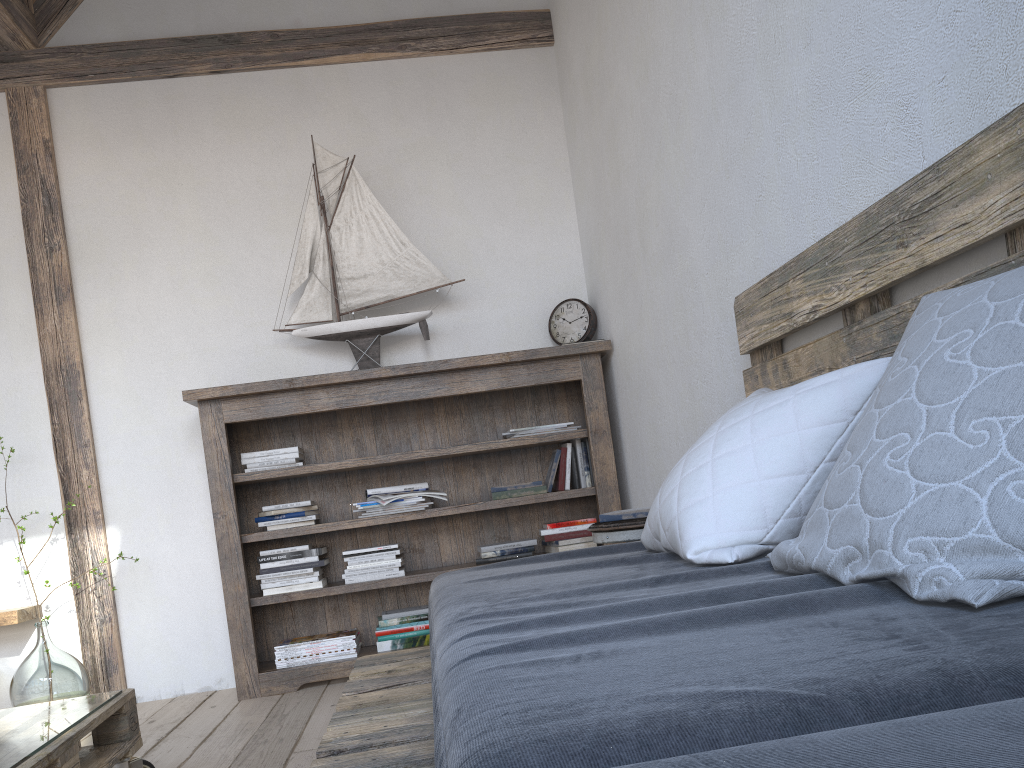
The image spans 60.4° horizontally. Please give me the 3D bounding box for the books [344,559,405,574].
[{"bbox_3d":[-0.541,0.724,3.490,0.219,0.017,0.158,-8,-7,-1],"label":"books"}]

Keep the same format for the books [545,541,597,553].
[{"bbox_3d":[0.235,0.660,3.570,0.161,0.030,0.221,-6,-7,-13],"label":"books"}]

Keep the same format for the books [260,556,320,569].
[{"bbox_3d":[-0.868,0.697,3.452,0.218,0.021,0.159,-6,-7,-11],"label":"books"}]

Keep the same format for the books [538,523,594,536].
[{"bbox_3d":[0.221,0.589,3.576,0.218,0.021,0.159,-7,-7,-2],"label":"books"}]

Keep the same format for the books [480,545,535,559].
[{"bbox_3d":[-0.023,0.676,3.559,0.211,0.023,0.161,-7,-7,-6],"label":"books"}]

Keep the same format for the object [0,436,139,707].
[{"bbox_3d":[-1.708,0.731,3.402,0.513,1.116,0.277,-7,-1,-20],"label":"object"}]

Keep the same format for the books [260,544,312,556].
[{"bbox_3d":[-0.881,0.650,3.447,0.184,0.018,0.141,-7,-7,-6],"label":"books"}]

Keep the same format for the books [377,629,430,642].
[{"bbox_3d":[-0.424,0.991,3.509,0.224,0.021,0.159,-6,-7,-11],"label":"books"}]

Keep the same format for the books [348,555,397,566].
[{"bbox_3d":[-0.551,0.695,3.485,0.184,0.018,0.141,-7,-7,-6],"label":"books"}]

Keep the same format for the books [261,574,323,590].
[{"bbox_3d":[-0.864,0.776,3.465,0.218,0.021,0.159,-7,-7,-6],"label":"books"}]

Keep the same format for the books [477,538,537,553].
[{"bbox_3d":[-0.024,0.653,3.559,0.227,0.024,0.153,-6,-7,-10],"label":"books"}]

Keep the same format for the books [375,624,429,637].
[{"bbox_3d":[-0.427,0.970,3.509,0.224,0.021,0.159,-7,-7,-6],"label":"books"}]

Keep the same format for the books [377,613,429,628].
[{"bbox_3d":[-0.425,0.936,3.525,0.220,0.025,0.176,-6,-7,-11],"label":"books"}]

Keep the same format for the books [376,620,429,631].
[{"bbox_3d":[-0.422,0.954,3.524,0.229,0.013,0.175,-7,-7,-3],"label":"books"}]

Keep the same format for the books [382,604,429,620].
[{"bbox_3d":[-0.422,0.912,3.522,0.198,0.021,0.134,-7,-7,-7],"label":"books"}]

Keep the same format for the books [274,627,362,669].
[{"bbox_3d":[-0.758,1.036,3.464,0.316,0.087,0.240,-7,-6,-6],"label":"books"}]

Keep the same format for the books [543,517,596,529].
[{"bbox_3d":[0.232,0.569,3.599,0.201,0.019,0.144,-7,-7,-6],"label":"books"}]

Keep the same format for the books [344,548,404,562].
[{"bbox_3d":[-0.548,0.681,3.513,0.219,0.017,0.158,-8,-7,-1],"label":"books"}]

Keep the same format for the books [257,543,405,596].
[{"bbox_3d":[-0.707,0.717,3.488,0.547,0.151,0.208,-7,-5,-6],"label":"books"}]

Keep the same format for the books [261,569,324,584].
[{"bbox_3d":[-0.861,0.756,3.462,0.219,0.017,0.158,-7,-7,-6],"label":"books"}]

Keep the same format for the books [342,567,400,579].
[{"bbox_3d":[-0.556,0.743,3.489,0.219,0.017,0.158,-7,-7,-6],"label":"books"}]

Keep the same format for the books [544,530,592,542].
[{"bbox_3d":[0.233,0.611,3.571,0.203,0.026,0.162,-8,-7,2],"label":"books"}]

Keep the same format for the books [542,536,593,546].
[{"bbox_3d":[0.224,0.636,3.575,0.149,0.021,0.207,-6,-7,-17],"label":"books"}]

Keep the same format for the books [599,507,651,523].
[{"bbox_3d":[0.358,0.350,2.397,0.206,0.021,0.150,-11,-8,23],"label":"books"}]

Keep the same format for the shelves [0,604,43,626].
[{"bbox_3d":[-2.622,1.179,3.289,1.599,0.449,0.333,-7,-3,-6],"label":"shelves"}]

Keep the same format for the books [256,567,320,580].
[{"bbox_3d":[-0.872,0.737,3.445,0.219,0.017,0.158,-8,-7,-1],"label":"books"}]

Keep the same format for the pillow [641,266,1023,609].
[{"bbox_3d":[0.445,0.078,1.307,0.350,0.352,1.140,-7,-7,-7],"label":"pillow"}]

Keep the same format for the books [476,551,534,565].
[{"bbox_3d":[-0.027,0.700,3.557,0.228,0.024,0.153,-8,-7,3],"label":"books"}]

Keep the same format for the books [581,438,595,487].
[{"bbox_3d":[0.312,0.323,3.598,0.021,0.200,0.137,-8,-2,-7],"label":"books"}]

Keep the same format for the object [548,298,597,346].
[{"bbox_3d":[0.251,-0.250,3.664,0.206,0.209,0.082,-10,-2,30],"label":"object"}]

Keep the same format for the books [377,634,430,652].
[{"bbox_3d":[-0.422,1.021,3.510,0.223,0.038,0.175,-7,-7,-6],"label":"books"}]

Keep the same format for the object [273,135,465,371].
[{"bbox_3d":[-0.599,-0.524,3.516,0.789,0.989,0.140,-8,0,-1],"label":"object"}]
